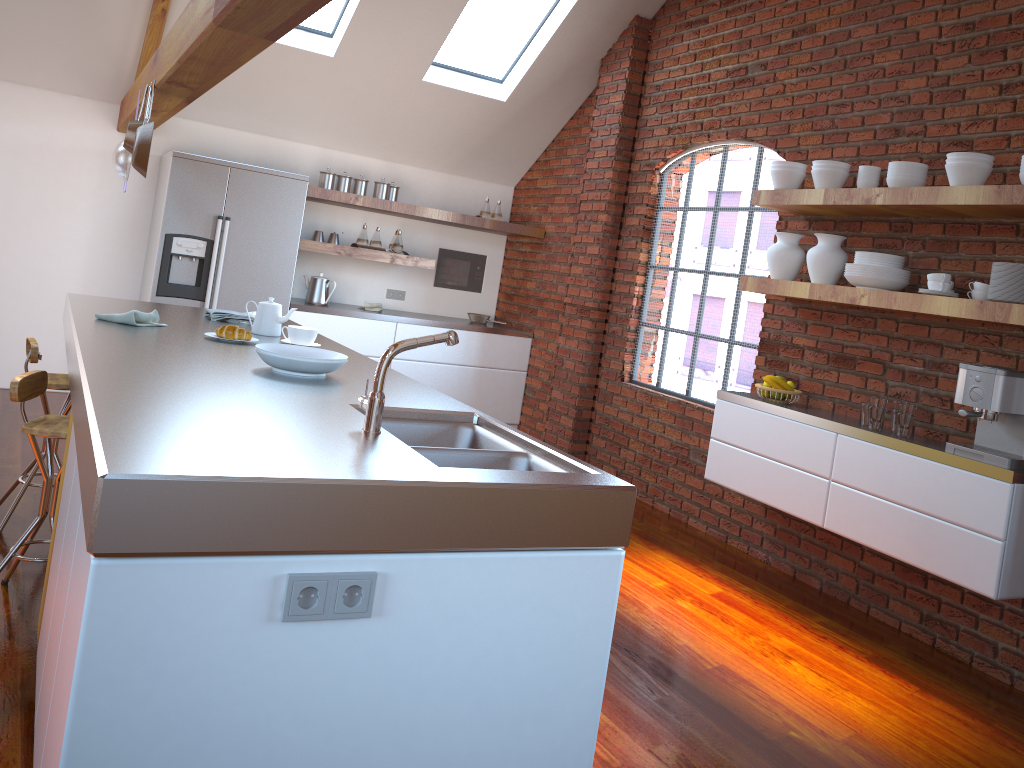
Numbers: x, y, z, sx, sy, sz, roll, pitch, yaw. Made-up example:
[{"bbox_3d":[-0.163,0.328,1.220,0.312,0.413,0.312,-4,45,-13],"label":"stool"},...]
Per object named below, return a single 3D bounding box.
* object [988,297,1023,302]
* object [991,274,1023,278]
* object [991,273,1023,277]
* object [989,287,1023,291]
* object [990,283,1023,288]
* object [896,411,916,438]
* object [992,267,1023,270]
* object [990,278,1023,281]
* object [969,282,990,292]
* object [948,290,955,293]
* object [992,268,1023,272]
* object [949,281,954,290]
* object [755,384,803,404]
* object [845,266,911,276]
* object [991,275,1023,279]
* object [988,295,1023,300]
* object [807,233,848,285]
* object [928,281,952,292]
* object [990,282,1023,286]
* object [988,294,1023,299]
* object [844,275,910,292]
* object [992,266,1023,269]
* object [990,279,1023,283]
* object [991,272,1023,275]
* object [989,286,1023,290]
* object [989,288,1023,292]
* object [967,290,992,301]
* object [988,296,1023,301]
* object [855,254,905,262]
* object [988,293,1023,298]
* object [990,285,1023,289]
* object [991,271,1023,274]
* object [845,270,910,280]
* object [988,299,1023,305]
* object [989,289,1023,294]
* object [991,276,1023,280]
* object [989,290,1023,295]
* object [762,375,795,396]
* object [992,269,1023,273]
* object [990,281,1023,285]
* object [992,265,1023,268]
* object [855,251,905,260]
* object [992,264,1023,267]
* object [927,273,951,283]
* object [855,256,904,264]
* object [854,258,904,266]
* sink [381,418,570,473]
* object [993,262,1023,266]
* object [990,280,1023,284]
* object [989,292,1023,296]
[{"bbox_3d":[1.971,-0.318,3.448,0.194,0.014,0.196,7,7,-12],"label":"object"},{"bbox_3d":[1.985,-0.409,3.448,0.194,0.014,0.196,7,7,-12],"label":"object"},{"bbox_3d":[1.986,-0.413,3.448,0.194,0.014,0.196,7,7,-12],"label":"object"},{"bbox_3d":[1.977,-0.359,3.448,0.194,0.014,0.196,7,7,-12],"label":"object"},{"bbox_3d":[1.979,-0.373,3.448,0.194,0.014,0.196,7,7,-12],"label":"object"},{"bbox_3d":[1.680,0.177,3.771,0.077,0.104,0.078,8,3,-16],"label":"object"},{"bbox_3d":[1.989,-0.437,3.448,0.194,0.014,0.196,7,7,-12],"label":"object"},{"bbox_3d":[1.983,-0.395,3.448,0.194,0.014,0.196,7,7,-12],"label":"object"},{"bbox_3d":[1.952,-0.387,3.629,0.092,0.058,0.101,8,5,-5],"label":"object"},{"bbox_3d":[1.889,-0.393,3.864,0.093,0.047,0.098,14,7,41],"label":"object"},{"bbox_3d":[1.989,-0.432,3.448,0.194,0.014,0.196,7,7,-12],"label":"object"},{"bbox_3d":[1.888,-0.426,3.867,0.093,0.058,0.100,12,6,30],"label":"object"},{"bbox_3d":[1.360,0.055,4.499,0.237,0.071,0.235,11,7,19],"label":"object"},{"bbox_3d":[1.672,-0.494,4.033,0.280,0.055,0.285,2,9,-45],"label":"object"},{"bbox_3d":[1.984,-0.404,3.448,0.194,0.014,0.196,7,7,-12],"label":"object"},{"bbox_3d":[1.972,-0.327,3.448,0.194,0.014,0.196,7,7,-12],"label":"object"},{"bbox_3d":[1.545,-0.603,4.317,0.194,0.249,0.191,10,3,33],"label":"object"},{"bbox_3d":[1.796,-0.405,3.706,0.098,0.047,0.093,5,7,-34],"label":"object"},{"bbox_3d":[1.980,-0.377,3.448,0.194,0.014,0.196,7,7,-12],"label":"object"},{"bbox_3d":[1.973,-0.331,3.448,0.194,0.014,0.196,7,7,-12],"label":"object"},{"bbox_3d":[1.665,-0.453,4.033,0.280,0.055,0.285,2,9,-45],"label":"object"},{"bbox_3d":[1.990,-0.441,3.448,0.194,0.014,0.196,7,7,-12],"label":"object"},{"bbox_3d":[1.982,-0.391,3.448,0.194,0.014,0.196,7,7,-12],"label":"object"},{"bbox_3d":[1.986,-0.418,3.448,0.194,0.014,0.196,7,7,-12],"label":"object"},{"bbox_3d":[1.978,-0.364,3.448,0.194,0.014,0.196,7,7,-12],"label":"object"},{"bbox_3d":[1.977,-0.355,3.448,0.194,0.014,0.196,7,7,-12],"label":"object"},{"bbox_3d":[1.941,-0.356,3.627,0.092,0.047,0.099,9,6,6],"label":"object"},{"bbox_3d":[1.972,-0.322,3.448,0.194,0.014,0.196,7,7,-12],"label":"object"},{"bbox_3d":[1.681,-0.554,4.034,0.212,0.055,0.216,4,8,-37],"label":"object"},{"bbox_3d":[1.974,-0.336,3.448,0.194,0.014,0.196,7,7,-12],"label":"object"},{"bbox_3d":[1.979,-0.368,3.448,0.194,0.014,0.196,7,7,-12],"label":"object"},{"bbox_3d":[1.987,-0.423,3.448,0.194,0.014,0.196,7,7,-12],"label":"object"},{"bbox_3d":[1.669,-0.475,4.033,0.280,0.055,0.285,2,9,-45],"label":"object"},{"bbox_3d":[1.970,-0.313,3.448,0.194,0.014,0.196,7,7,-12],"label":"object"},{"bbox_3d":[1.976,-0.350,3.448,0.194,0.014,0.196,7,7,-12],"label":"object"},{"bbox_3d":[1.984,-0.400,3.448,0.194,0.014,0.196,7,7,-12],"label":"object"},{"bbox_3d":[1.975,-0.345,3.448,0.194,0.014,0.196,7,7,-12],"label":"object"},{"bbox_3d":[1.355,0.006,4.453,0.184,0.085,0.066,10,3,10],"label":"object"},{"bbox_3d":[1.988,-0.428,3.448,0.194,0.014,0.196,7,7,-12],"label":"object"},{"bbox_3d":[1.981,-0.382,3.448,0.194,0.014,0.196,7,7,-12],"label":"object"},{"bbox_3d":[1.991,-0.446,3.448,0.194,0.014,0.196,7,7,-12],"label":"object"},{"bbox_3d":[1.682,-0.564,4.034,0.212,0.055,0.216,4,8,-37],"label":"object"},{"bbox_3d":[1.991,-0.450,3.448,0.194,0.014,0.196,7,7,-12],"label":"object"},{"bbox_3d":[1.796,-0.437,3.709,0.099,0.058,0.093,4,7,-45],"label":"object"},{"bbox_3d":[1.680,-0.545,4.034,0.212,0.055,0.216,4,8,-37],"label":"object"},{"bbox_3d":[1.678,-0.535,4.034,0.212,0.055,0.216,4,8,-37],"label":"object"},{"bbox_3d":[-0.128,0.249,2.093,0.405,0.199,0.621,6,7,-29],"label":"sink"},{"bbox_3d":[1.992,-0.455,3.448,0.194,0.014,0.196,7,7,-12],"label":"object"},{"bbox_3d":[1.981,-0.386,3.448,0.194,0.014,0.196,7,7,-12],"label":"object"},{"bbox_3d":[1.974,-0.340,3.448,0.194,0.014,0.196,7,7,-12],"label":"object"}]
